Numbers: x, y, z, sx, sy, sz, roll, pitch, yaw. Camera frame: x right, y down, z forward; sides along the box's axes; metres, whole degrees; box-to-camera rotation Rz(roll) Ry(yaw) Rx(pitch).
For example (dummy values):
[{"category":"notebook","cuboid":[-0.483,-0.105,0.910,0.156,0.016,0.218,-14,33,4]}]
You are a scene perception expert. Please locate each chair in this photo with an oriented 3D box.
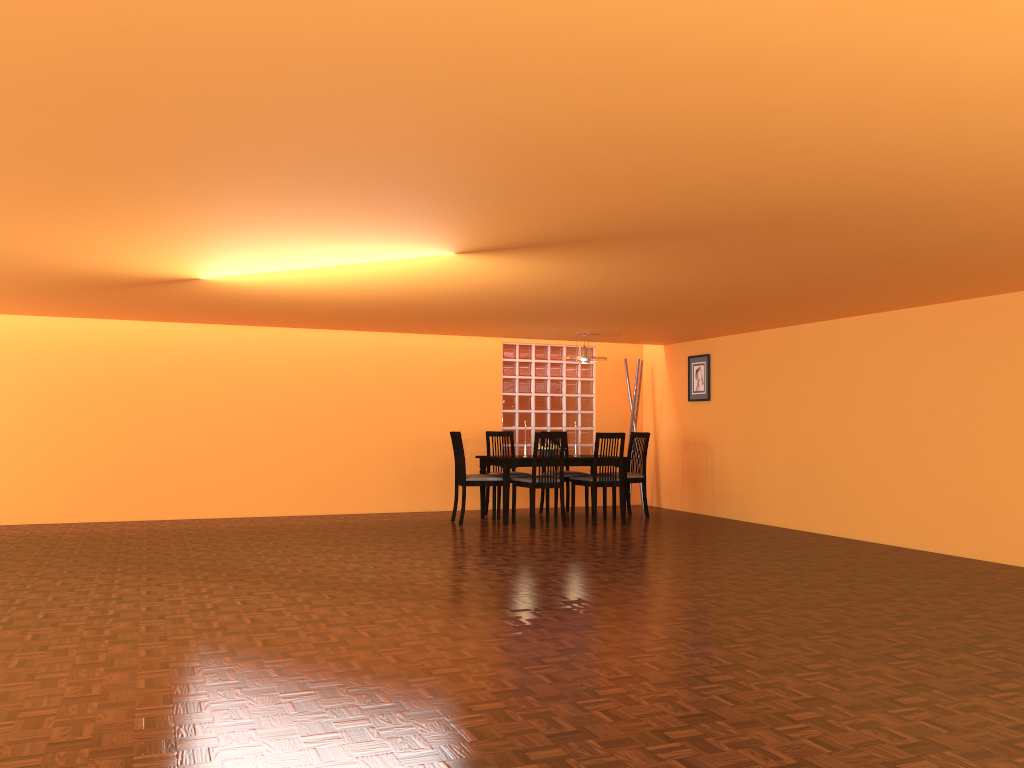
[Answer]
[{"category":"chair","cuboid":[1.049,0.859,8.399,0.465,0.809,0.373,2,-3,-27]},{"category":"chair","cuboid":[0.779,0.834,7.885,0.373,0.809,0.465,1,-3,-22]},{"category":"chair","cuboid":[-0.308,0.825,7.852,0.465,0.809,0.373,1,-3,-17]},{"category":"chair","cuboid":[0.245,0.820,7.667,0.373,0.809,0.465,1,-3,-22]},{"category":"chair","cuboid":[-0.044,0.851,8.375,0.373,0.809,0.465,1,-3,-22]},{"category":"chair","cuboid":[0.489,0.865,8.594,0.373,0.809,0.465,1,-3,-22]}]

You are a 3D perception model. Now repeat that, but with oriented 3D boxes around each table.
[{"category":"table","cuboid":[0.372,0.954,8.095,1.259,0.584,0.697,1,-3,-22]}]

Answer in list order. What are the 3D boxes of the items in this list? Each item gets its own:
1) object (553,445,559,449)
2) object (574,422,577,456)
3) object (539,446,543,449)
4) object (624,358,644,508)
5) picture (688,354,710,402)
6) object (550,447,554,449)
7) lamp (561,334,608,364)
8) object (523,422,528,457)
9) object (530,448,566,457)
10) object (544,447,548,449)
[{"category":"object","cuboid":[0.397,0.592,8.138,0.069,0.066,0.069,1,-3,-12]},{"category":"object","cuboid":[0.590,0.506,8.221,0.044,0.326,0.044,2,-3,-34]},{"category":"object","cuboid":[0.268,0.587,8.036,0.055,0.046,0.046,3,-3,-39]},{"category":"object","cuboid":[1.298,0.520,9.378,0.226,1.589,0.308,0,-3,0]},{"category":"picture","cuboid":[1.842,-0.057,8.748,0.014,0.456,0.361,1,-3,-22]},{"category":"object","cuboid":[0.371,0.601,8.062,0.066,0.070,0.055,3,-4,-41]},{"category":"lamp","cuboid":[0.676,-0.331,8.277,0.435,0.274,0.435,0,-3,0]},{"category":"object","cuboid":[0.121,0.489,7.938,0.044,0.326,0.044,2,-3,-34]},{"category":"object","cuboid":[0.331,0.626,8.107,0.337,0.072,0.337,-1,-3,34]},{"category":"object","cuboid":[0.295,0.611,8.125,0.087,0.076,0.089,1,-3,-16]}]
